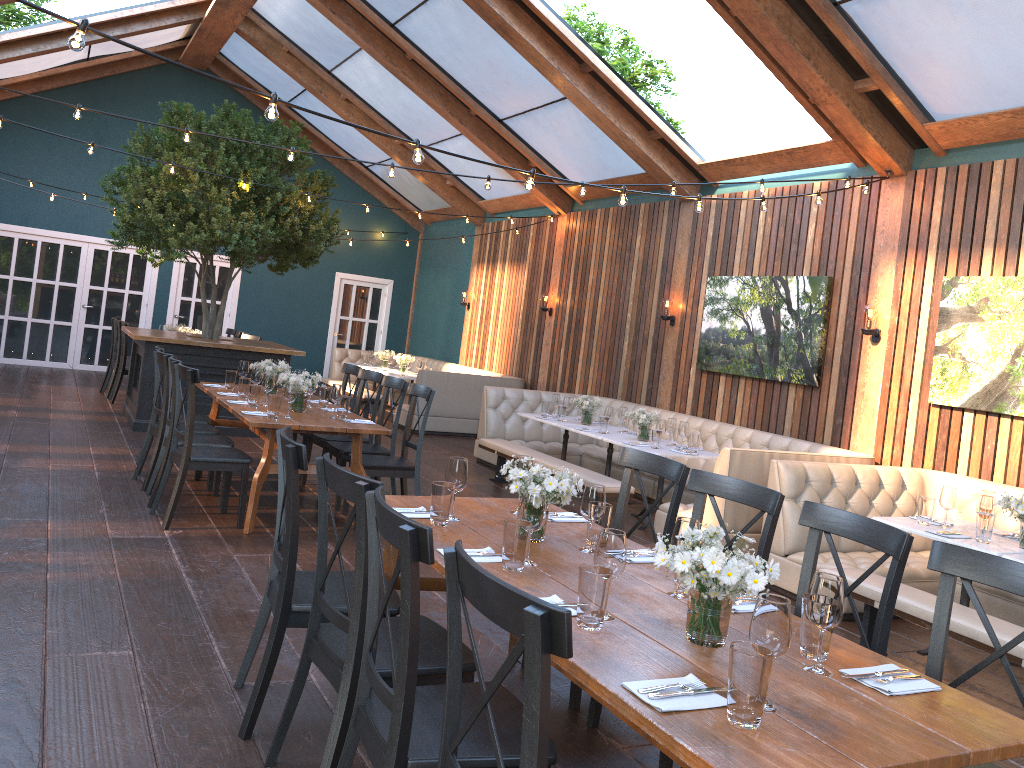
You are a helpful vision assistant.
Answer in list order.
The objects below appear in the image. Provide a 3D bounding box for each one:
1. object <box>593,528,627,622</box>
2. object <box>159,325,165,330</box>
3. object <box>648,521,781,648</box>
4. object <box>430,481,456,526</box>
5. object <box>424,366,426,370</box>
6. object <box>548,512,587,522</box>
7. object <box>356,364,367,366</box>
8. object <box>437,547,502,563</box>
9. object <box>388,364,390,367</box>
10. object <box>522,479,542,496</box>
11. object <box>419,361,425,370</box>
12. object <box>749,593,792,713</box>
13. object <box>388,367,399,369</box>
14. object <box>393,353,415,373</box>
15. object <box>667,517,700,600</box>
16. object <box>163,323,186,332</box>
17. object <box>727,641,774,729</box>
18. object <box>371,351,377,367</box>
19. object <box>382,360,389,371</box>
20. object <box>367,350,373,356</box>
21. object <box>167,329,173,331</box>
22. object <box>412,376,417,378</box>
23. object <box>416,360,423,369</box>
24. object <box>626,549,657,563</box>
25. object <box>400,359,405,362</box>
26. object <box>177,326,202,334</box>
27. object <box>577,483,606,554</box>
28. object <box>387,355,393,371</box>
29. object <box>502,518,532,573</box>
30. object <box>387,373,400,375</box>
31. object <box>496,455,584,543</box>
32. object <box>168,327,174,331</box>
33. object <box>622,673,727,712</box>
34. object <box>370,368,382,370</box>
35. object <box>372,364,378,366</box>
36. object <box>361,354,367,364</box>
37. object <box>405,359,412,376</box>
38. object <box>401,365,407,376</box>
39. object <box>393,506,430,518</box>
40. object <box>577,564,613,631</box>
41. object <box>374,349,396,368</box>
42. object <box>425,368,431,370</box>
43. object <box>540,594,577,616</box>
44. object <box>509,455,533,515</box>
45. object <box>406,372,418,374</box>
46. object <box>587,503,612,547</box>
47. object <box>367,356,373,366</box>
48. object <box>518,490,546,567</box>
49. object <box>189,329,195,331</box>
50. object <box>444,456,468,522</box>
[{"bbox_3d":[0.270,0.535,2.488,0.092,0.244,0.092,7,0,15],"label":"object"},{"bbox_3d":[-5.111,-0.739,12.903,0.092,0.244,0.092,7,0,15],"label":"object"},{"bbox_3d":[0.540,0.542,2.381,0.337,0.309,0.328,8,2,29],"label":"object"},{"bbox_3d":[-0.270,0.459,3.387,0.092,0.158,0.091,7,0,19],"label":"object"},{"bbox_3d":[-1.342,-0.192,13.285,0.091,0.158,0.092,7,1,-41],"label":"object"},{"bbox_3d":[0.193,0.563,3.787,0.254,0.019,0.158,5,4,-27],"label":"object"},{"bbox_3d":[-2.413,-0.316,14.342,0.254,0.019,0.158,5,4,-27],"label":"object"},{"bbox_3d":[-0.115,0.573,2.989,0.254,0.019,0.158,5,4,-27],"label":"object"},{"bbox_3d":[-2.055,-0.360,14.660,0.091,0.158,0.092,7,1,-41],"label":"object"},{"bbox_3d":[0.086,0.473,3.906,0.092,0.158,0.091,7,0,9],"label":"object"},{"bbox_3d":[-1.323,-0.213,12.959,0.092,0.244,0.092,7,0,20],"label":"object"},{"bbox_3d":[0.576,0.602,1.989,0.092,0.244,0.092,7,0,15],"label":"object"},{"bbox_3d":[-1.947,-0.270,14.541,0.254,0.019,0.158,5,4,-27],"label":"object"},{"bbox_3d":[-1.653,-0.317,13.466,0.337,0.309,0.328,7,2,14],"label":"object"},{"bbox_3d":[0.544,0.551,2.805,0.092,0.244,0.092,7,0,15],"label":"object"},{"bbox_3d":[-4.868,-0.735,12.792,0.328,0.309,0.337,6,2,-30],"label":"object"},{"bbox_3d":[0.502,0.642,1.884,0.092,0.158,0.092,7,0,-1],"label":"object"},{"bbox_3d":[-2.236,-0.406,14.323,0.092,0.244,0.092,7,0,15],"label":"object"},{"bbox_3d":[-1.940,-0.280,13.535,0.091,0.158,0.092,7,1,-41],"label":"object"},{"bbox_3d":[-2.336,-0.431,14.543,0.092,0.244,0.092,7,0,15],"label":"object"},{"bbox_3d":[-4.604,-0.616,11.878,0.092,0.244,0.092,7,0,20],"label":"object"},{"bbox_3d":[-1.356,-0.095,12.793,0.157,0.019,0.256,5,4,-27],"label":"object"},{"bbox_3d":[-1.384,-0.234,13.187,0.092,0.244,0.092,7,0,20],"label":"object"},{"bbox_3d":[0.450,0.626,3.250,0.254,0.019,0.158,5,4,-27],"label":"object"},{"bbox_3d":[-1.729,-0.316,13.852,0.092,0.244,0.092,7,0,20],"label":"object"},{"bbox_3d":[-4.334,-0.617,11.908,0.328,0.309,0.337,7,2,-13],"label":"object"},{"bbox_3d":[0.292,0.493,3.253,0.092,0.244,0.092,7,0,15],"label":"object"},{"bbox_3d":[-1.887,-0.323,13.634,0.092,0.244,0.092,7,0,20],"label":"object"},{"bbox_3d":[0.010,0.525,2.872,0.092,0.158,0.092,7,0,-1],"label":"object"},{"bbox_3d":[-1.696,-0.146,12.948,0.254,0.019,0.158,5,4,-27],"label":"object"},{"bbox_3d":[0.101,0.432,3.336,0.329,0.309,0.336,7,2,7],"label":"object"},{"bbox_3d":[-4.804,-0.672,12.417,0.092,0.244,0.092,7,0,15],"label":"object"},{"bbox_3d":[0.390,0.692,1.999,0.254,0.019,0.158,5,4,-27],"label":"object"},{"bbox_3d":[-2.065,-0.233,13.653,0.254,0.019,0.158,5,4,-27],"label":"object"},{"bbox_3d":[-2.330,-0.327,14.707,0.157,0.019,0.256,5,4,-27],"label":"object"},{"bbox_3d":[-2.438,-0.404,14.591,0.091,0.158,0.092,7,1,-41],"label":"object"},{"bbox_3d":[-1.518,-0.236,12.929,0.092,0.244,0.092,7,0,20],"label":"object"},{"bbox_3d":[-1.571,-0.194,12.830,0.091,0.158,0.092,7,1,-41],"label":"object"},{"bbox_3d":[-0.400,0.505,3.514,0.254,0.019,0.158,5,4,-27],"label":"object"},{"bbox_3d":[0.218,0.577,2.389,0.092,0.158,0.092,7,0,-1],"label":"object"},{"bbox_3d":[-2.048,-0.408,14.197,0.330,0.309,0.335,8,2,27],"label":"object"},{"bbox_3d":[-1.230,-0.156,12.911,0.091,0.158,0.092,7,1,-41],"label":"object"},{"bbox_3d":[0.093,0.625,2.507,0.254,0.019,0.158,5,4,-27],"label":"object"},{"bbox_3d":[0.041,0.431,3.786,0.092,0.244,0.092,7,0,20],"label":"object"},{"bbox_3d":[-1.579,-0.183,13.831,0.254,0.019,0.158,5,4,-27],"label":"object"},{"bbox_3d":[0.327,0.534,3.367,0.092,0.158,0.092,7,0,-1],"label":"object"},{"bbox_3d":[-2.288,-0.364,14.224,0.091,0.158,0.092,7,1,-41],"label":"object"},{"bbox_3d":[0.063,0.483,2.970,0.092,0.244,0.092,7,0,15],"label":"object"},{"bbox_3d":[-4.597,-0.661,12.666,0.092,0.244,0.092,7,0,15],"label":"object"},{"bbox_3d":[-0.226,0.414,3.501,0.092,0.244,0.092,7,0,20],"label":"object"}]
